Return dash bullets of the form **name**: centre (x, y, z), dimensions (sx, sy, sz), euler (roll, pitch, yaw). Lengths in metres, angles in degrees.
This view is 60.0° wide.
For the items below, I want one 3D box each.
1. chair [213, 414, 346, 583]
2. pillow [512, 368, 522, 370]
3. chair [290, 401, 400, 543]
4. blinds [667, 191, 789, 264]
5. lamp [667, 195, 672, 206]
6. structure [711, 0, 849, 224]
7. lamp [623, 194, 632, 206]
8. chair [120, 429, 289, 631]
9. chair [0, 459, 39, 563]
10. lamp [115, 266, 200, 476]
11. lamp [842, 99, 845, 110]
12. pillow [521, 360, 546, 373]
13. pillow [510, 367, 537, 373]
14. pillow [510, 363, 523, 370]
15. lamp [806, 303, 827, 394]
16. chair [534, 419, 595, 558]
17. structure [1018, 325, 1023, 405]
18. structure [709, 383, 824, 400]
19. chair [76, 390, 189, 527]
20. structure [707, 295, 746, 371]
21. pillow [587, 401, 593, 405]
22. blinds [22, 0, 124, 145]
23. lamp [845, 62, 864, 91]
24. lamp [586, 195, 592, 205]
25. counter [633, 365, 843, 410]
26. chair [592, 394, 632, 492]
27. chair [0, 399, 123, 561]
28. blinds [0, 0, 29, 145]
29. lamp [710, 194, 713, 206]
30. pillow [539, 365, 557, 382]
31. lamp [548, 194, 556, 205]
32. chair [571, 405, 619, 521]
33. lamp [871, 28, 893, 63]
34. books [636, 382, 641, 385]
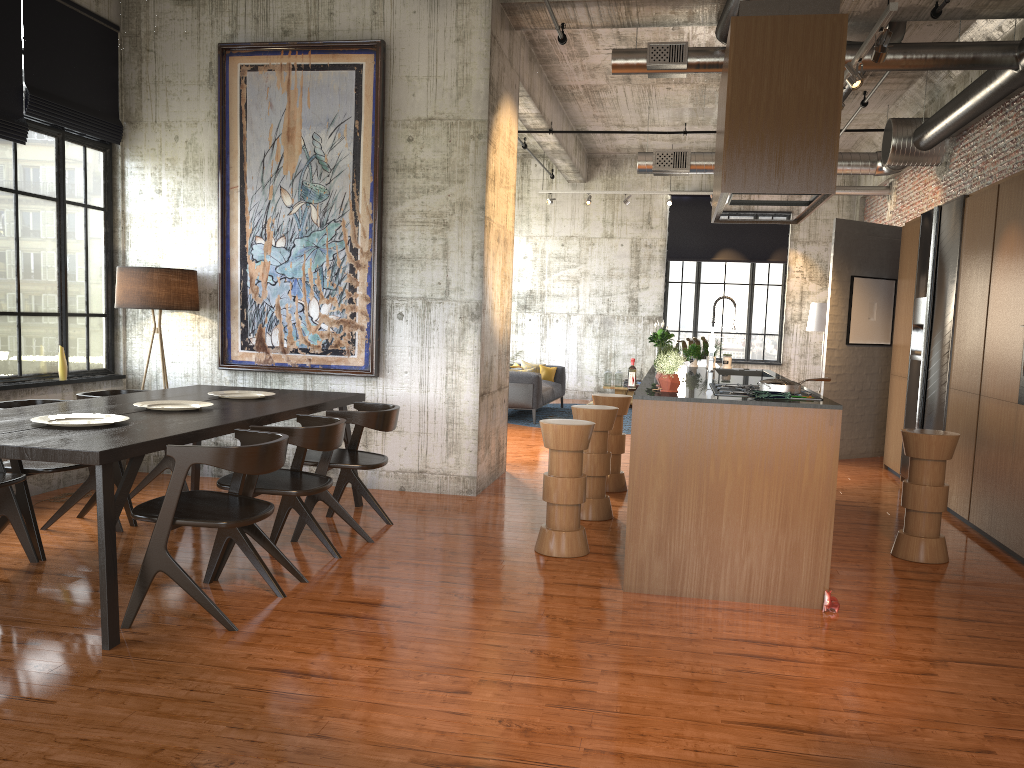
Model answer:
- **chair**: centre (-1.518, 0.734, 5.896), dimensions (0.769, 0.996, 0.876), euler (3, 5, 10)
- **pillow**: centre (0.036, -0.124, 15.147), dimensions (0.364, 0.316, 0.170), euler (2, 6, 0)
- **chair**: centre (-1.282, 0.667, 6.925), dimensions (0.769, 0.996, 0.876), euler (3, 5, 7)
- **blinds**: centre (4.505, -3.270, 18.465), dimensions (2.442, 1.469, 0.150), euler (3, 6, 11)
- **lamp**: centre (3.149, -3.664, 17.742), dimensions (0.102, 0.212, 0.260), euler (3, 5, 5)
- **structure**: centre (1.759, -1.755, 6.043), dimensions (0.663, 1.129, 1.624), euler (3, 5, 10)
- **lamp**: centre (2.318, -3.703, 17.872), dimensions (0.182, 0.241, 0.101), euler (3, 6, 5)
- **chair**: centre (-1.684, 0.792, 5.015), dimensions (0.769, 0.996, 0.876), euler (3, 5, 11)
- **chair**: centre (-3.468, 0.699, 5.420), dimensions (0.769, 0.996, 0.876), euler (3, 5, 10)
- **lamp**: centre (-3.410, -0.071, 8.546), dimensions (0.752, 2.063, 0.750), euler (4, 6, 22)
- **lamp**: centre (2.864, -2.487, 7.829), dimensions (0.165, 0.252, 0.102), euler (6, 7, 35)
- **pillow**: centre (0.356, -0.233, 17.014), dimensions (0.536, 0.447, 0.259), euler (4, 6, 17)
- **pillow**: centre (0.227, -0.089, 14.990), dimensions (0.536, 0.447, 0.259), euler (4, 6, 17)
- **pillow**: centre (0.107, -0.218, 16.942), dimensions (0.228, 0.372, 0.404), euler (4, 5, 20)
- **lamp**: centre (6.262, -0.499, 17.890), dimensions (0.693, 2.250, 0.706), euler (6, 7, 33)
- **chair**: centre (0.389, 0.759, 6.550), dimensions (0.409, 0.966, 0.409), euler (1, 6, -11)
- **structure**: centre (3.826, -0.216, 6.402), dimensions (0.079, 0.797, 0.857), euler (3, 5, 10)
- **structure**: centre (1.751, 0.043, 6.231), dimensions (0.678, 0.019, 1.094), euler (3, 4, 10)
- **chair**: centre (-3.124, 0.574, 7.298), dimensions (0.769, 0.996, 0.876), euler (3, 5, 10)
- **structure**: centre (2.127, -0.496, 8.752), dimensions (0.360, 0.752, 0.168), euler (3, 6, 10)
- **pillow**: centre (1.813, 0.388, 17.702), dimensions (0.503, 0.248, 0.479), euler (0, 5, -23)
- **blinds**: centre (-3.968, -2.894, 8.088), dimensions (0.052, 1.145, 1.293), euler (3, 5, 10)
- **lamp**: centre (2.715, -2.433, 7.020), dimensions (0.102, 0.252, 0.164), euler (-2, 7, -34)
- **lamp**: centre (1.564, -3.740, 18.042), dimensions (0.102, 0.229, 0.198), euler (4, 6, 20)
- **counter**: centre (1.761, 0.043, 7.547), dimensions (1.244, 0.175, 4.351), euler (3, 4, 10)
- **chair**: centre (1.000, 0.596, 9.077), dimensions (0.409, 0.966, 0.409), euler (1, 6, -11)
- **chair**: centre (-3.302, 0.640, 6.301), dimensions (0.769, 0.996, 0.876), euler (3, 5, 11)
- **blinds**: centre (-4.209, -2.682, 6.838), dimensions (0.052, 1.402, 1.251), euler (3, 5, 10)
- **lamp**: centre (3.979, -3.622, 17.536), dimensions (0.102, 0.252, 0.165), euler (6, 7, 35)
- **pillow**: centre (0.673, -0.197, 16.927), dimensions (0.434, 0.320, 0.168), euler (1, 6, -15)
- **lamp**: centre (0.795, -3.779, 18.167), dimensions (0.260, 0.212, 0.102), euler (-3, 7, -44)
- **chair**: centre (0.704, 0.681, 7.769), dimensions (0.409, 0.966, 0.409), euler (1, 6, -11)
- **lamp**: centre (2.597, -2.374, 6.237), dimensions (0.102, 0.216, 0.225), euler (3, 5, 6)
- **books**: centre (2.530, -0.006, 17.950), dimensions (0.300, 0.043, 0.228), euler (1, 4, -16)
